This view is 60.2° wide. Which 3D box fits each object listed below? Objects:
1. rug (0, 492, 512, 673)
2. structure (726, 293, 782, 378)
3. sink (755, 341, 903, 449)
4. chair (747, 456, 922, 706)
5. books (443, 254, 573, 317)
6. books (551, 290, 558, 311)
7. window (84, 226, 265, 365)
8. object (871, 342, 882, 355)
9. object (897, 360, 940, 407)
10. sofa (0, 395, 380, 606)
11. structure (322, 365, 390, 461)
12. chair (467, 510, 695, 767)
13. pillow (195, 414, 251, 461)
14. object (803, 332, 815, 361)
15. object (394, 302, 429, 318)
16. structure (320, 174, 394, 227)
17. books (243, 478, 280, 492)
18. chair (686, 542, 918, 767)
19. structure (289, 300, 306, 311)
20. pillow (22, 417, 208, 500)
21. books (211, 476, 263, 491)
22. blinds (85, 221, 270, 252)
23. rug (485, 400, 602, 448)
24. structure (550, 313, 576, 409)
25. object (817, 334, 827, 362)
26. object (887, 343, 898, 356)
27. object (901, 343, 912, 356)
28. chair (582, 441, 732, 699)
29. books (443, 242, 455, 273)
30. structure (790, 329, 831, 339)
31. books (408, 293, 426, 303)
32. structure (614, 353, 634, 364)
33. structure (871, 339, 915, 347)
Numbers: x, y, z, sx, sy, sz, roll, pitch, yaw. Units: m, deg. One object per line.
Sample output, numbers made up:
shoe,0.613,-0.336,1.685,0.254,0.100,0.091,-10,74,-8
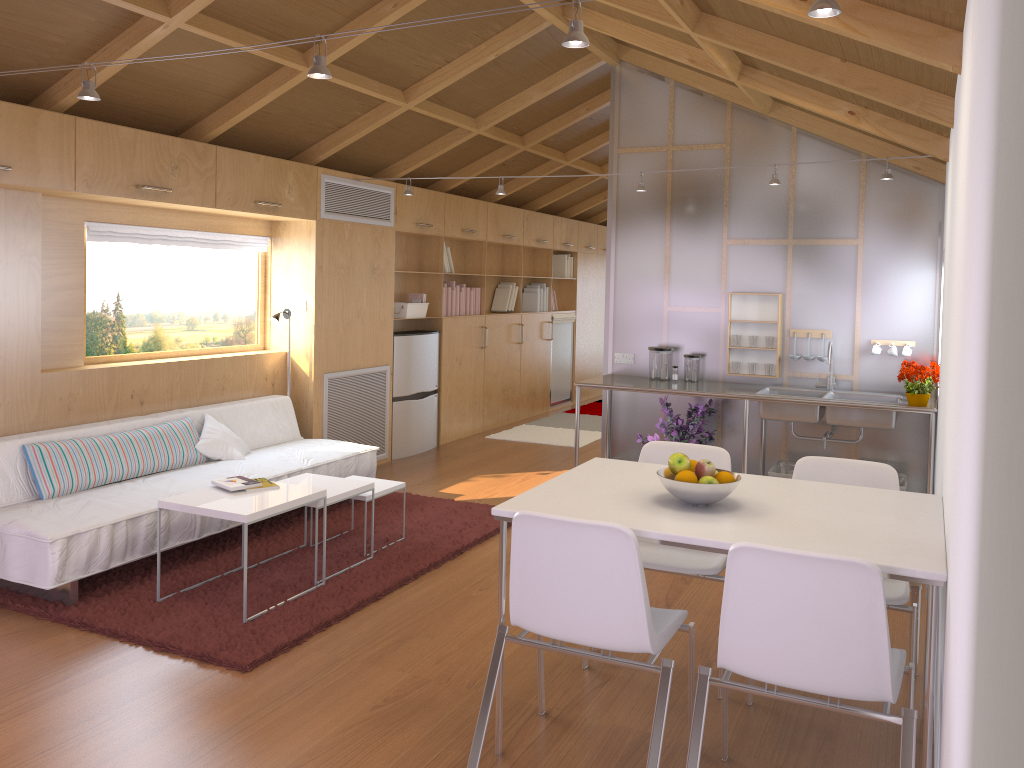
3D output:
rug,-1.272,0.846,4.673,1.888,0.020,2.489,4,7,25
structure,1.580,-0.321,5.779,0.328,0.543,0.077,3,2,25
sink,1.921,0.066,5.344,0.811,0.638,0.565,4,5,25
chair,1.148,0.686,3.111,0.532,0.783,0.548,3,4,25
books,-0.008,-1.059,9.048,0.189,0.655,3.119,2,6,25
books,0.397,-0.969,9.934,0.176,0.295,0.280,3,4,25
window,-2.059,-0.564,5.500,0.035,0.787,1.501,2,5,25
object,2.256,-0.219,5.475,0.059,0.080,0.062,3,4,25
object,2.345,-0.011,5.093,0.233,0.234,0.690,3,6,26
sofa,-1.723,0.514,4.758,0.864,0.626,2.362,4,7,25
structure,-1.133,0.251,6.489,0.013,0.719,0.822,2,4,25
chair,0.222,0.728,2.544,0.532,0.783,0.548,3,4,25
pillow,-1.665,0.311,5.108,0.267,0.251,0.347,0,5,-11
object,1.890,-0.236,5.625,0.074,0.182,0.075,0,3,-33
object,-0.854,-0.607,7.267,0.203,0.122,0.351,4,6,25
structure,-1.108,-1.319,6.412,0.013,0.299,0.906,2,6,25
books,-1.173,0.463,4.049,0.152,0.016,0.194,-3,8,-35
chair,0.760,0.769,2.290,0.532,0.783,0.548,3,4,25
structure,-1.467,-0.538,6.051,0.142,0.071,0.011,4,3,25
pillow,-2.001,0.365,4.577,0.171,0.250,1.045,3,6,25
books,-1.249,0.450,4.008,0.194,0.016,0.153,8,9,44
blinds,-2.005,-0.899,5.467,0.047,0.110,1.502,3,6,25
rug,0.963,0.351,9.532,0.918,0.011,3.734,4,7,25
structure,0.461,-0.286,10.166,0.316,1.075,0.727,2,4,25
object,1.967,-0.230,5.588,0.074,0.182,0.075,0,3,-33
object,2.339,-0.211,5.430,0.059,0.081,0.062,4,4,32
object,2.412,-0.208,5.401,0.059,0.080,0.062,3,4,25
chair,0.611,0.645,3.365,0.532,0.783,0.548,3,4,25
books,-0.632,-1.116,7.729,0.176,0.295,0.280,3,4,25
structure,1.909,-0.322,5.657,0.251,0.051,0.016,4,3,25
books,-0.803,-0.661,7.379,0.150,0.192,0.088,3,3,25
structure,0.787,-0.180,6.197,0.142,0.071,0.011,4,3,25
structure,2.343,-0.251,5.439,0.251,0.032,0.041,4,6,25
